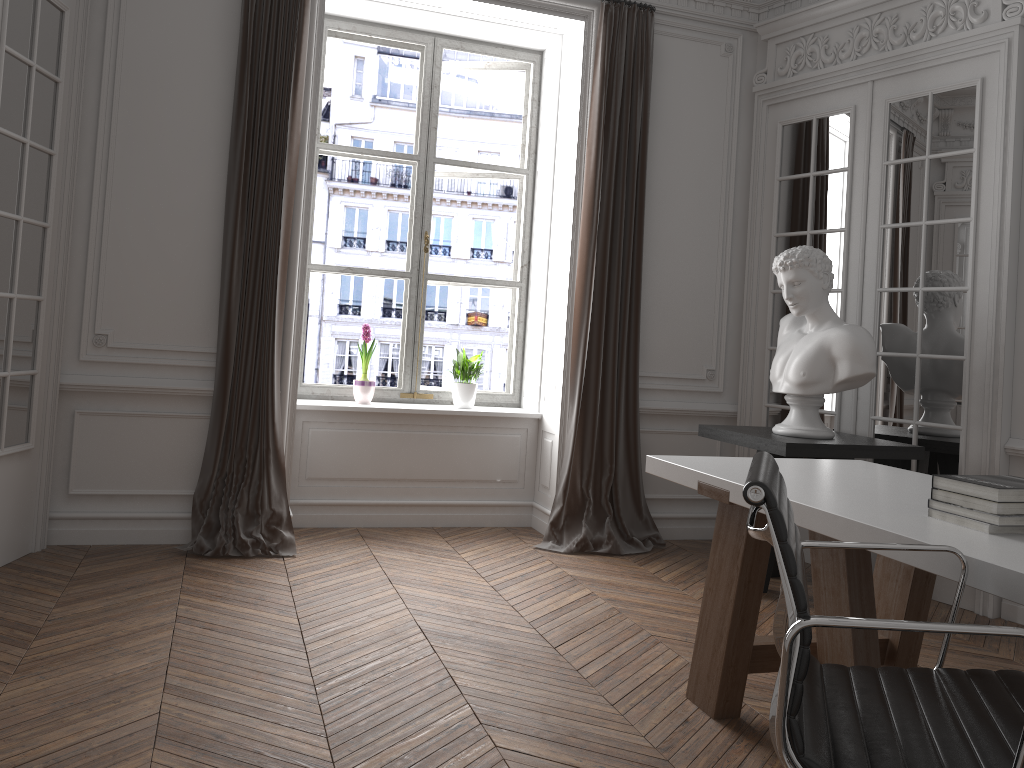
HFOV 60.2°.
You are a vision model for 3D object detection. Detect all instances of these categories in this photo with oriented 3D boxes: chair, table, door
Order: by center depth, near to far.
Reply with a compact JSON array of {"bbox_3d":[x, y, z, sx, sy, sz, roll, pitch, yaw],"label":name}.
[{"bbox_3d":[0.675,0.625,1.479,0.668,0.926,0.692,4,0,8],"label":"chair"},{"bbox_3d":[1.272,0.727,1.954,0.899,0.750,2.625,3,2,-18],"label":"table"},{"bbox_3d":[-2.121,-0.546,3.432,0.086,2.743,1.562,4,-1,-2],"label":"door"},{"bbox_3d":[1.419,0.625,4.316,0.766,0.751,0.768,4,0,-18],"label":"table"},{"bbox_3d":[1.863,-0.351,4.717,0.085,2.743,1.566,5,-1,-34],"label":"door"}]

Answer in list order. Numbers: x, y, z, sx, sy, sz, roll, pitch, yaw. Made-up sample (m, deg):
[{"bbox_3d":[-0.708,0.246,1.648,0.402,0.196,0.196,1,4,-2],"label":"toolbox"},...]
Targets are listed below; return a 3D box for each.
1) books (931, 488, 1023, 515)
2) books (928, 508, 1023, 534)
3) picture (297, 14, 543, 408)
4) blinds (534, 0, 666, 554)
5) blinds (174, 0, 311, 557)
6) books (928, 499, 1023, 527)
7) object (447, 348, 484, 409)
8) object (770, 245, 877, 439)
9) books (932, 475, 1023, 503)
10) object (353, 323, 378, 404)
[{"bbox_3d":[1.163,0.278,2.100,0.239,0.028,0.191,3,3,-20],"label":"books"},{"bbox_3d":[1.159,0.326,2.104,0.241,0.023,0.191,3,3,-16],"label":"books"},{"bbox_3d":[0.708,-1.128,2.027,13.175,4.816,13.258,3,2,-26],"label":"picture"},{"bbox_3d":[0.595,-0.647,4.947,0.776,3.110,0.342,4,-2,-24],"label":"blinds"},{"bbox_3d":[-1.253,-0.738,4.390,0.580,3.111,0.309,4,-2,-13],"label":"blinds"},{"bbox_3d":[1.171,0.304,2.099,0.258,0.023,0.212,3,3,-18],"label":"books"},{"bbox_3d":[-0.277,-0.038,5.391,0.214,0.370,0.285,4,-1,-40],"label":"object"},{"bbox_3d":[1.449,-0.209,4.283,0.392,0.926,0.634,4,-1,-18],"label":"object"},{"bbox_3d":[1.174,0.248,2.103,0.258,0.032,0.191,3,3,-20],"label":"books"},{"bbox_3d":[-0.867,-0.121,5.242,0.129,0.477,0.128,3,-2,32],"label":"object"}]
